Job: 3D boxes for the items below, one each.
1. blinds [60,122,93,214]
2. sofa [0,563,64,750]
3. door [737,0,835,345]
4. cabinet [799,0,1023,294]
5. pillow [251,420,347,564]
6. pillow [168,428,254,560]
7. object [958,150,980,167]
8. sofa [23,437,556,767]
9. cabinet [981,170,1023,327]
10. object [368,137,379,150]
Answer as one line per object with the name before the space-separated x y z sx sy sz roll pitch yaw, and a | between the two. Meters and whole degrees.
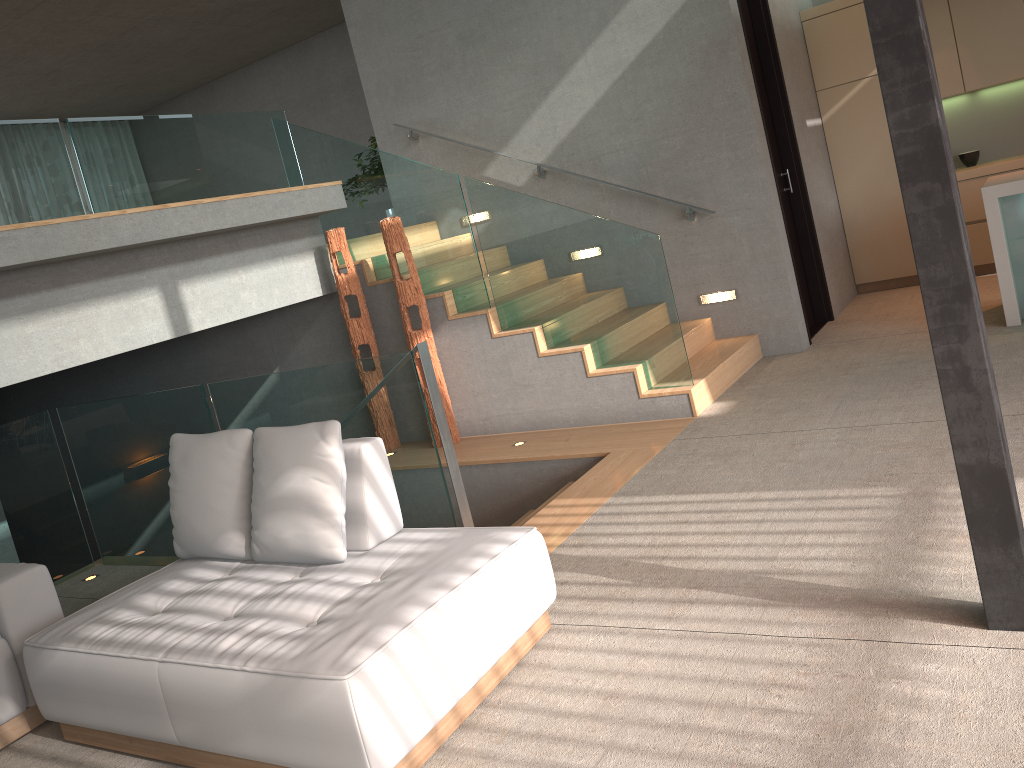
blinds | -6.553 -2.217 12.140 0.221 2.705 3.911 -10 9 33
sofa | -3.021 1.382 2.224 1.042 0.746 3.517 -8 12 33
door | 1.681 -0.525 4.311 15.289 4.439 5.846 -13 9 6
cabinet | 5.725 -2.315 5.554 7.426 2.545 1.996 -7 10 33
pillow | -0.789 0.401 3.261 0.489 0.479 0.270 -8 9 34
pillow | -1.188 0.439 3.524 0.489 0.494 0.242 -9 8 34
object | 4.008 -1.967 7.732 0.168 0.125 0.172 -11 9 20
sofa | -0.806 0.693 3.048 1.586 0.726 1.029 -8 11 33
cabinet | 4.942 -1.115 4.781 4.096 0.892 0.813 -7 10 33
object | -1.269 -2.125 9.756 1.443 1.201 1.235 -17 9 -23
